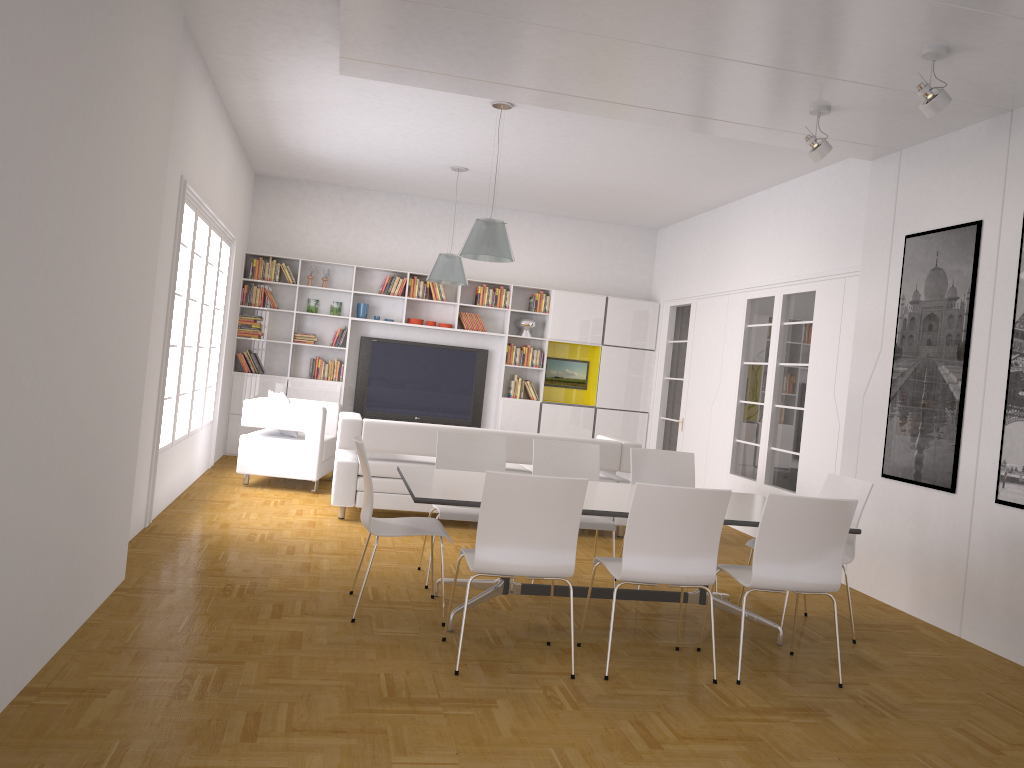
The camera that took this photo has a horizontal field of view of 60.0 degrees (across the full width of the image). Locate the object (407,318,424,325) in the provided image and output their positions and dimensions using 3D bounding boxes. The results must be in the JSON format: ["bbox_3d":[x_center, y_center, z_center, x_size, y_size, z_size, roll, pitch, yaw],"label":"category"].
[{"bbox_3d":[-1.236,-0.794,11.349,0.210,0.073,0.211,5,1,-37],"label":"object"}]

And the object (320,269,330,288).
[{"bbox_3d":[-2.389,-1.332,11.153,0.179,0.260,0.119,6,0,9],"label":"object"}]

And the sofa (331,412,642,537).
[{"bbox_3d":[-0.252,0.802,7.929,2.621,0.849,0.822,6,0,-11],"label":"sofa"}]

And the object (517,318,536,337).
[{"bbox_3d":[0.183,-0.731,11.629,0.256,0.239,0.257,6,0,-4],"label":"object"}]

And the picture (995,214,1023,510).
[{"bbox_3d":[3.091,-0.150,4.993,0.016,1.780,0.787,6,0,-11],"label":"picture"}]

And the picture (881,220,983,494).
[{"bbox_3d":[2.869,-0.190,6.112,0.013,1.780,0.787,6,0,-11],"label":"picture"}]

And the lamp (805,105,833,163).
[{"bbox_3d":[2.056,-1.656,5.908,0.174,0.364,0.167,6,0,31],"label":"lamp"}]

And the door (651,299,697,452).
[{"bbox_3d":[2.012,0.186,11.103,0.139,2.454,1.009,6,0,-11],"label":"door"}]

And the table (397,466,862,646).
[{"bbox_3d":[0.548,1.001,5.115,2.410,0.722,1.211,6,1,-11],"label":"table"}]

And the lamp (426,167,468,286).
[{"bbox_3d":[-0.639,-1.720,9.623,0.464,1.250,0.465,6,0,-12],"label":"lamp"}]

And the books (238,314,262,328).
[{"bbox_3d":[-3.236,-0.773,10.958,0.252,0.153,0.207,6,0,-11],"label":"books"}]

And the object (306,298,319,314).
[{"bbox_3d":[-2.518,-0.982,11.201,0.144,0.190,0.052,6,0,-11],"label":"object"}]

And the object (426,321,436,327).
[{"bbox_3d":[-1.038,-0.768,11.389,0.128,0.073,0.129,6,1,-15],"label":"object"}]

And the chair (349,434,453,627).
[{"bbox_3d":[-0.637,0.783,4.893,0.575,0.931,0.561,6,0,-11],"label":"chair"}]

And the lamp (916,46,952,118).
[{"bbox_3d":[2.282,-1.615,4.773,0.174,0.364,0.167,6,0,31],"label":"lamp"}]

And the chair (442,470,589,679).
[{"bbox_3d":[0.024,0.861,4.215,0.561,0.931,0.575,6,0,-11],"label":"chair"}]

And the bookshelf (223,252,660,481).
[{"bbox_3d":[-0.798,-0.119,11.475,5.362,2.480,0.389,6,0,-11],"label":"bookshelf"}]

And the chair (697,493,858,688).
[{"bbox_3d":[1.352,0.993,4.481,0.561,0.931,0.575,6,0,-11],"label":"chair"}]

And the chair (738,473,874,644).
[{"bbox_3d":[1.790,1.016,5.380,0.575,0.931,0.561,6,0,-11],"label":"chair"}]

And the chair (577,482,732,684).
[{"bbox_3d":[0.708,0.929,4.352,0.561,0.931,0.575,6,0,-11],"label":"chair"}]

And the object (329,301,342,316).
[{"bbox_3d":[-2.236,-0.954,11.257,0.144,0.190,0.052,6,0,-11],"label":"object"}]

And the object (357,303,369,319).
[{"bbox_3d":[-1.889,-0.918,11.205,0.147,0.192,0.147,6,0,-22],"label":"object"}]

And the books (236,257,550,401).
[{"bbox_3d":[-1.465,-0.687,11.298,3.860,1.455,0.235,6,0,-11],"label":"books"}]

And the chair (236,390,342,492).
[{"bbox_3d":[-2.238,0.536,9.065,0.801,0.911,1.096,6,0,-2],"label":"chair"}]

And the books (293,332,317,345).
[{"bbox_3d":[-2.582,-0.559,11.091,0.283,0.153,0.207,6,0,-11],"label":"books"}]

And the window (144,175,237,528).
[{"bbox_3d":[-2.873,-0.300,7.948,0.195,2.528,3.352,6,0,-11],"label":"window"}]

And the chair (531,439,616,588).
[{"bbox_3d":[0.377,0.871,5.874,0.561,0.931,0.575,6,0,-11],"label":"chair"}]

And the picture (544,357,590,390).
[{"bbox_3d":[0.728,-0.141,11.883,0.608,0.388,0.007,6,0,-11],"label":"picture"}]

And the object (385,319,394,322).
[{"bbox_3d":[-1.560,-0.805,11.272,0.124,0.032,0.124,5,1,-26],"label":"object"}]

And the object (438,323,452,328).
[{"bbox_3d":[-0.858,-0.746,11.406,0.182,0.054,0.183,6,1,-15],"label":"object"}]

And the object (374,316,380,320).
[{"bbox_3d":[-1.712,-0.832,11.242,0.078,0.056,0.078,6,1,14],"label":"object"}]

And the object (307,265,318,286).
[{"bbox_3d":[-2.501,-1.352,11.113,0.120,0.279,0.179,6,0,-6],"label":"object"}]

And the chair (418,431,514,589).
[{"bbox_3d":[-0.268,0.807,5.744,0.561,0.931,0.575,6,0,-11],"label":"chair"}]

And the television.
[{"bbox_3d":[-1.175,0.012,11.468,1.659,1.088,0.082,6,0,-11],"label":"television"}]

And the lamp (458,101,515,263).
[{"bbox_3d":[-0.142,-1.631,7.129,0.464,1.250,0.465,6,0,-12],"label":"lamp"}]

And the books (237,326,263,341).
[{"bbox_3d":[-3.235,-0.624,10.960,0.283,0.153,0.207,6,0,-11],"label":"books"}]

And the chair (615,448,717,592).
[{"bbox_3d":[1.061,0.939,6.011,0.561,0.931,0.575,6,0,-11],"label":"chair"}]
